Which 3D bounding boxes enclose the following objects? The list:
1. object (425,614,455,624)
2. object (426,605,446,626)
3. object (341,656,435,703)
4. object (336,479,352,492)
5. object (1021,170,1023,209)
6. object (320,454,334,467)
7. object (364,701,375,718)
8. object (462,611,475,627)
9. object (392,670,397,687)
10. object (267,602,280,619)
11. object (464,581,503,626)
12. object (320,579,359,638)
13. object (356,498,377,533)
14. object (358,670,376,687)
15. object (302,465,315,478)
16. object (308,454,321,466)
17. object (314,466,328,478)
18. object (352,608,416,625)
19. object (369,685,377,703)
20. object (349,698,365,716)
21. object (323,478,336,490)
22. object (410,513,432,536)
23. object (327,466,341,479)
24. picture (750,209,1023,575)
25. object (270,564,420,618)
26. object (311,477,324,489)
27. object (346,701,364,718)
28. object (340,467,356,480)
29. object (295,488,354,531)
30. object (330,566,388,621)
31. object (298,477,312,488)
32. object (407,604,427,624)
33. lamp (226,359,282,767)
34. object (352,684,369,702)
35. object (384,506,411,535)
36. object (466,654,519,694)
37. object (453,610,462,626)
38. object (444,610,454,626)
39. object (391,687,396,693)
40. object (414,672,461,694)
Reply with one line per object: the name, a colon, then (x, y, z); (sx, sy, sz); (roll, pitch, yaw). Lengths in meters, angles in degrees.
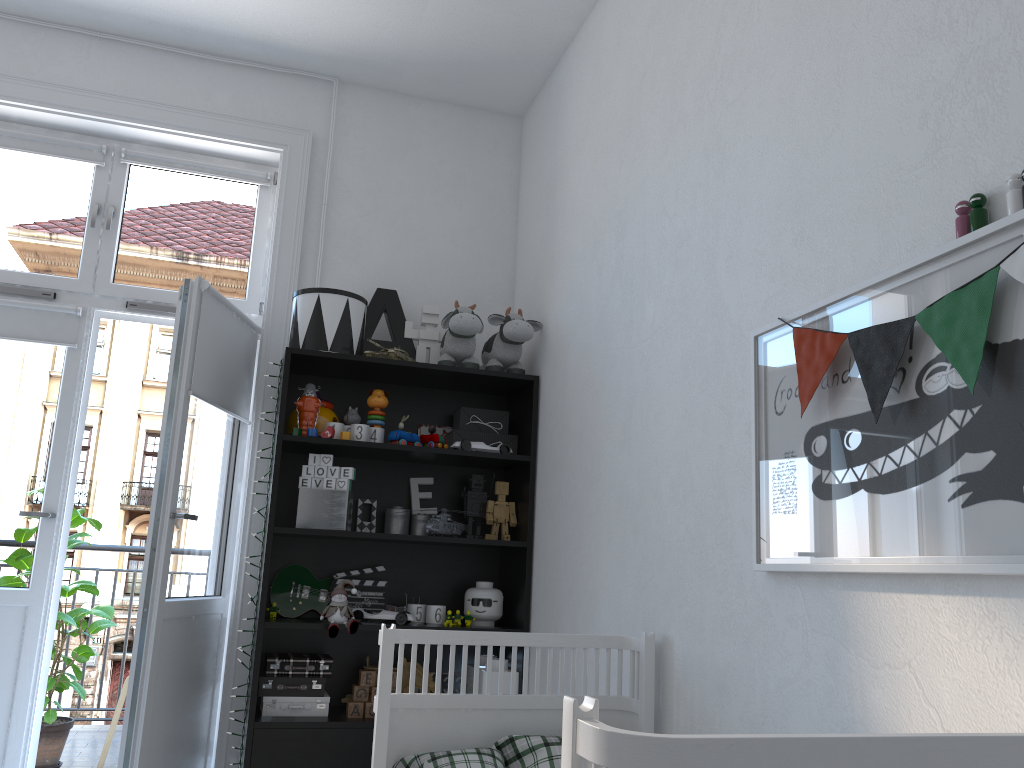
object: (-0.271, 0.860, 3.259); (0.163, 0.034, 0.070); (6, -13, -16)
object: (-0.266, 0.809, 3.102); (0.067, 0.067, 0.067); (3, -12, -3)
object: (-0.422, 1.062, 3.136); (0.337, 0.185, 0.111); (3, -12, -2)
object: (-0.577, 0.347, 3.043); (0.040, 0.040, 0.040); (0, -12, 13)
object: (0.717, -0.270, 1.223); (0.025, 0.063, 0.025); (8, -13, -23)
object: (-0.638, 0.265, 3.058); (0.040, 0.040, 0.040); (4, -12, -6)
object: (-0.468, 1.091, 2.974); (0.050, 0.050, 0.050); (5, -12, -11)
object: (-0.154, 0.821, 3.103); (0.042, 0.054, 0.031); (-4, -14, 28)
object: (-0.414, 1.003, 3.023); (0.050, 0.050, 0.050); (2, -12, 3)
object: (-0.820, 0.778, 3.048); (0.042, 0.054, 0.031); (4, -12, -6)
object: (-0.103, 0.798, 3.210); (0.139, 0.161, 0.139); (13, -16, -41)
object: (-0.559, 0.735, 2.908); (0.110, 0.185, 0.129); (9, -14, -29)
object: (-0.539, 0.493, 3.284); (0.070, 0.134, 0.028); (6, -12, -17)
object: (-0.490, 0.995, 2.999); (0.050, 0.050, 0.050); (6, -13, -16)
object: (-0.699, 0.302, 3.048); (0.040, 0.040, 0.040); (4, -12, -6)
object: (-0.680, 0.263, 3.057); (0.040, 0.040, 0.040); (5, -12, -11)
object: (-0.654, 0.304, 3.049); (0.040, 0.040, 0.040); (2, -12, 3)
object: (-0.446, 0.801, 3.056); (0.230, 0.048, 0.099); (1, -12, 8)
object: (-0.451, 1.045, 2.988); (0.050, 0.050, 0.050); (6, -13, -16)
object: (-0.526, 1.097, 3.013); (0.050, 0.050, 0.050); (6, -13, -16)
object: (-0.623, 0.345, 3.042); (0.040, 0.040, 0.040); (3, -12, -2)
object: (-0.307, 0.512, 3.227); (0.078, 0.091, 0.247); (7, -13, -21)
object: (-0.608, 0.306, 3.051); (0.040, 0.040, 0.040); (0, -12, 13)
picture: (0.606, 0.065, 1.482); (0.030, 0.492, 0.704); (6, -13, -16)
object: (-0.598, 0.782, 3.199); (0.542, 0.239, 0.093); (6, -12, -16)
object: (-0.668, 0.344, 3.048); (0.040, 0.040, 0.040); (5, -12, -11)
object: (-0.524, 1.085, 2.957); (0.050, 0.050, 0.050); (6, -13, -16)
object: (-0.564, 0.309, 3.052); (0.040, 0.040, 0.040); (1, -12, 8)
object: (-0.645, 0.437, 3.059); (0.170, 0.138, 0.124); (3, -12, -2)
object: (-0.550, 0.750, 3.193); (0.201, 0.198, 0.048); (6, -12, -16)
object: (-0.706, 0.341, 3.040); (0.040, 0.040, 0.040); (3, -12, -2)
object: (-0.337, 0.812, 3.130); (0.067, 0.067, 0.067); (3, -12, -3)
lamp: (-0.464, 0.778, 3.178); (0.985, 1.681, 0.096); (7, -13, -19)
object: (-0.511, 1.042, 2.991); (0.050, 0.050, 0.050); (6, -13, -16)
object: (-0.425, 0.510, 3.280); (0.095, 0.110, 0.095); (5, -12, -12)
object: (-0.077, 1.072, 3.150); (0.132, 0.198, 0.267); (6, -13, -16)
object: (-0.192, 0.824, 3.123); (0.042, 0.054, 0.031); (6, -12, -16)
object: (-0.217, 0.809, 3.061); (0.031, 0.054, 0.042); (-5, -14, 33)
object: (-0.408, 1.055, 3.029); (0.050, 0.050, 0.050); (6, -13, -16)
object: (-0.304, 1.122, 3.257); (0.347, 0.120, 0.034); (6, -12, -16)
